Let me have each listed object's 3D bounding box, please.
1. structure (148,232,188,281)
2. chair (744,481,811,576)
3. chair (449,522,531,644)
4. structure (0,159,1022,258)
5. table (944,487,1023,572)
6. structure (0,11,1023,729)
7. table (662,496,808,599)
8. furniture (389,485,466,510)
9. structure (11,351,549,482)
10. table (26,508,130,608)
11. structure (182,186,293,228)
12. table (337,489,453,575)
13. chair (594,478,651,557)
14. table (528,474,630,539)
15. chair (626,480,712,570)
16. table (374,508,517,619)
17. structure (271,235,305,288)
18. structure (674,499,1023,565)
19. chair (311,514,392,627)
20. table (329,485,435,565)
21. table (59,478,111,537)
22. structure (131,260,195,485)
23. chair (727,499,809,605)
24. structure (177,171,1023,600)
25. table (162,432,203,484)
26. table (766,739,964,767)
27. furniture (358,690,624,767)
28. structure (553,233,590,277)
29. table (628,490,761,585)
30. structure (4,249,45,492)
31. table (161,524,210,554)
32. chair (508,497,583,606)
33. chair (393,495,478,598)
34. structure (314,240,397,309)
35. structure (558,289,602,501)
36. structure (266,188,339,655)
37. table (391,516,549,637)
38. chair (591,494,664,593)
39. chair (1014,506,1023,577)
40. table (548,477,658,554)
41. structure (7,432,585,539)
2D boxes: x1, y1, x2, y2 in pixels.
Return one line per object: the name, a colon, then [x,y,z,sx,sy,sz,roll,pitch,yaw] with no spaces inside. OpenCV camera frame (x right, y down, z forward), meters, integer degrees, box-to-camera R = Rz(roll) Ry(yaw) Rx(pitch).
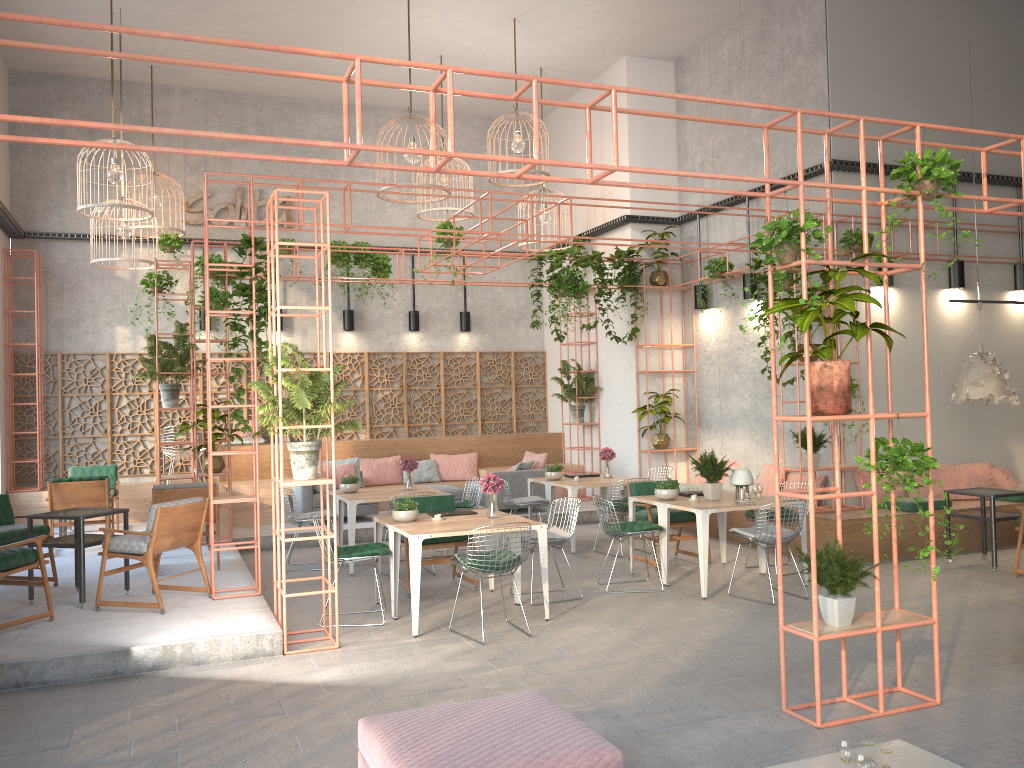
structure: [-5.373,-2.009,13.879,0.605,0.972,0.587,-1,-1,-23]
chair: [2.897,1.543,9.610,0.717,0.941,0.565,-1,-1,-20]
chair: [-0.173,1.576,7.293,0.565,0.941,0.717,-1,-1,-25]
structure: [2.032,-2.652,9.445,15.203,0.110,15.603,-1,-1,-22]
table: [5.170,1.562,9.632,0.602,0.798,0.635,-1,-1,-22]
structure: [4.306,0.055,4.604,14.689,4.247,4.157,-1,-1,-22]
table: [2.207,1.589,8.795,1.214,0.830,0.694,-1,-1,-22]
furniture: [-1.297,1.779,13.490,0.975,0.446,0.941,-1,-1,-22]
structure: [-3.200,0.494,15.530,9.782,2.103,0.132,-1,-1,-22]
table: [-3.948,1.566,8.085,0.635,0.798,0.602,-2,-1,18]
structure: [-4.649,-3.005,15.053,1.807,0.695,0.087,-1,-1,-22]
table: [-1.376,1.716,10.412,1.214,0.830,0.694,-1,-1,-22]
chair: [1.369,1.610,10.959,0.565,0.941,0.717,-1,-1,-25]
table: [0.907,1.690,12.064,1.205,0.830,0.694,-1,-1,-22]
chair: [1.772,1.588,10.154,0.722,0.917,0.685,-1,-1,-22]
table: [-0.634,1.668,8.398,1.205,0.830,0.694,-1,-1,-22]
structure: [-3.711,-2.039,14.538,0.605,0.972,0.587,-1,-1,-23]
structure: [5.493,1.766,12.869,5.831,0.500,4.386,-1,-1,-22]
chair: [-1.406,1.620,7.874,0.717,0.941,0.565,-1,-1,-5]
table: [-1.635,1.735,11.056,1.205,0.830,0.694,-1,-1,-22]
table: [-5.638,1.685,11.736,0.602,0.798,0.635,-1,-1,-22]
structure: [-4.423,0.239,11.226,0.722,3.623,0.748,-1,-1,-22]
chair: [2.408,1.530,8.336,0.565,0.941,0.717,-1,-1,-25]
structure: [2.991,-0.313,12.218,14.096,4.345,4.501,-1,-1,-23]
table: [-5.166,1.169,13.906,0.602,0.798,0.635,-1,-1,-22]
table: [1.334,1.707,3.308,0.916,0.455,0.520,-1,-1,-22]
furniture: [-0.128,1.756,4.000,0.976,0.446,0.941,-1,-1,-22]
structure: [0.996,-2.171,15.158,0.903,0.803,0.934,-2,-2,40]
table: [1.946,1.609,9.441,1.205,0.830,0.694,-1,-1,-22]
structure: [-7.368,-0.198,13.410,0.424,3.591,0.624,-1,-1,-22]
table: [-3.930,1.618,10.625,0.602,0.798,0.635,-1,-1,-22]
chair: [0.317,1.589,8.567,0.717,0.941,0.565,-1,-1,-20]
chair: [-0.809,1.634,9.111,0.722,0.917,0.685,-1,-1,-22]
structure: [-2.623,-1.900,14.914,1.434,1.290,0.670,-1,-1,-22]
structure: [1.163,0.172,15.227,0.424,3.596,0.624,-1,-1,-22]
structure: [-1.709,0.285,7.197,0.424,3.602,0.624,-1,-1,-22]
table: [-0.374,1.647,7.752,1.214,0.830,0.694,-1,-1,-22]
chair: [1.174,1.574,8.917,0.717,0.941,0.565,-1,-1,-5]
chair: [5.503,1.468,8.765,0.722,0.929,0.685,-1,-1,-22]
table: [1.167,1.670,11.418,1.214,0.830,0.694,-1,-1,-22]
structure: [-2.836,1.500,13.846,9.152,1.111,3.396,-1,-1,-22]
